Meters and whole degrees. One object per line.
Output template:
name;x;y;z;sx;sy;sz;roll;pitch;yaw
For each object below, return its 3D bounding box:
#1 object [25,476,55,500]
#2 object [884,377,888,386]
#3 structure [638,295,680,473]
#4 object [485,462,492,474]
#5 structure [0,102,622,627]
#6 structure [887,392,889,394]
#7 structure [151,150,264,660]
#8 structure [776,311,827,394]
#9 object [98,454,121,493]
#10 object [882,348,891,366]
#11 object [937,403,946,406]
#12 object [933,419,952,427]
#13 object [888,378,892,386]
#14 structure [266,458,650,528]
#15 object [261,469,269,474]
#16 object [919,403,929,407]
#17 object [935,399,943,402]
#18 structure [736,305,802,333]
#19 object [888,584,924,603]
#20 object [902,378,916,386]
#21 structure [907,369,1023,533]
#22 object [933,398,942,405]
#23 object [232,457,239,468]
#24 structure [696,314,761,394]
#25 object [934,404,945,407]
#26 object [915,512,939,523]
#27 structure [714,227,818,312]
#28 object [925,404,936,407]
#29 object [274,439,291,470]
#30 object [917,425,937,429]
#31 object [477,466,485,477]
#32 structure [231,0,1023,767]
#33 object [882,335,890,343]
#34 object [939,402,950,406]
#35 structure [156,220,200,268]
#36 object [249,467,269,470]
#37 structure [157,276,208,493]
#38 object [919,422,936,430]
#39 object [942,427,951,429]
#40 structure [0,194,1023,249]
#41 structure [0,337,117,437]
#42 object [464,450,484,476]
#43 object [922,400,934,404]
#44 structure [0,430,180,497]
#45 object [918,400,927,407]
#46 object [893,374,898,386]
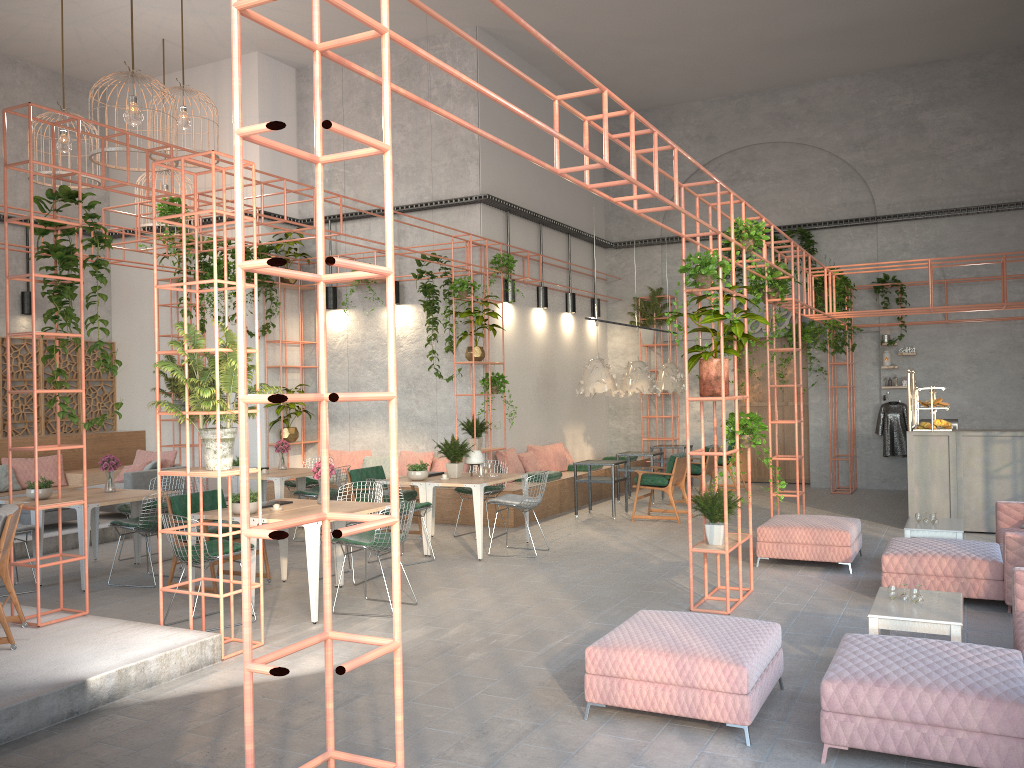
object;-4.848;1.061;9.099;0.247;0.247;0.252;-1;0;27
object;6.470;-0.039;15.337;0.092;0.164;0.055;-1;-1;-44
structure;2.834;0.125;17.022;0.630;3.597;0.430;-1;0;27
object;-0.297;1.023;10.676;0.165;0.154;0.210;-1;0;17
structure;-2.023;-0.380;13.449;4.501;4.345;14.096;-1;0;26
structure;6.518;0.153;15.370;0.066;0.044;0.019;-1;0;27
structure;-2.251;0.152;6.571;0.624;3.602;0.424;-1;0;27
structure;5.271;-0.579;16.145;0.950;1.527;0.921;-1;0;26
object;-4.381;0.972;9.655;0.213;0.414;0.225;-1;0;19
object;6.473;-0.476;15.316;0.136;0.336;0.145;-2;-1;41
object;5.507;0.260;11.351;0.132;0.051;0.099;-1;0;25
object;5.516;0.504;11.370;0.240;0.104;0.073;-1;0;8
object;6.518;-0.034;15.288;0.063;0.151;0.063;-1;0;13
structure;-0.598;1.737;15.570;4.386;0.500;5.831;-1;0;27
object;-3.213;1.133;11.511;0.115;0.078;0.115;-1;-1;33
object;5.363;0.270;11.548;0.129;0.060;0.100;-1;0;30
object;5.515;0.229;11.510;0.149;0.081;0.088;-1;0;12
structure;4.672;-1.197;16.341;1.312;0.505;0.063;-1;0;27
object;2.543;1.372;5.723;0.199;0.145;0.156;-2;-1;42
object;6.790;-0.035;15.159;0.219;0.149;0.129;-1;0;27
structure;7.017;0.784;12.324;2.579;2.022;4.057;-1;0;27
object;5.427;0.221;11.338;0.142;0.087;0.094;-2;-1;35
object;-3.603;1.053;11.533;0.248;0.247;0.254;-1;0;27
structure;4.076;-0.570;16.709;0.950;1.527;0.921;-1;0;-29
object;5.473;0.269;11.381;0.151;0.052;0.097;-1;0;29
object;4.153;1.362;8.870;0.199;0.145;0.156;-2;-1;42
structure;4.610;-2.034;16.250;1.939;1.514;0.856;-1;0;21
object;5.376;0.265;11.421;0.146;0.064;0.101;-1;0;23
object;-3.133;0.964;12.094;0.213;0.414;0.225;-1;0;19
object;5.397;0.556;11.531;0.243;0.062;0.091;-1;0;21
object;-0.364;1.036;10.470;0.095;0.119;0.095;-1;-1;-39
structure;3.982;0.015;8.590;4.157;4.247;14.689;-1;0;27
object;6.458;-0.779;15.314;0.133;0.145;0.133;-1;0;-11
object;5.509;0.249;11.319;0.152;0.058;0.095;-1;0;18
structure;-5.441;-2.270;14.360;0.903;0.803;0.934;-1;0;-1
object;-3.557;1.164;12.089;0.268;0.031;0.427;-1;0;27
structure;-5.388;0.076;14.501;0.624;3.596;0.424;-1;0;27
object;5.372;0.538;11.454;0.089;0.095;0.237;-1;0;-29
object;5.550;0.527;11.452;0.090;0.110;0.232;-1;-1;-43
structure;-0.888;-2.731;10.755;15.603;0.110;15.203;-1;0;27
structure;-8.871;0.331;11.847;0.132;2.103;9.782;-1;0;27
object;-0.454;0.955;10.667;0.241;0.313;0.241;-1;0;-18
object;5.344;0.231;11.383;0.138;0.050;0.093;-2;-1;43
structure;-7.498;1.343;10.813;3.396;1.111;9.152;-1;0;27
object;5.309;0.254;11.465;0.111;0.092;0.098;-1;0;26
object;6.598;-0.062;15.257;0.081;0.204;0.081;-1;0;27
